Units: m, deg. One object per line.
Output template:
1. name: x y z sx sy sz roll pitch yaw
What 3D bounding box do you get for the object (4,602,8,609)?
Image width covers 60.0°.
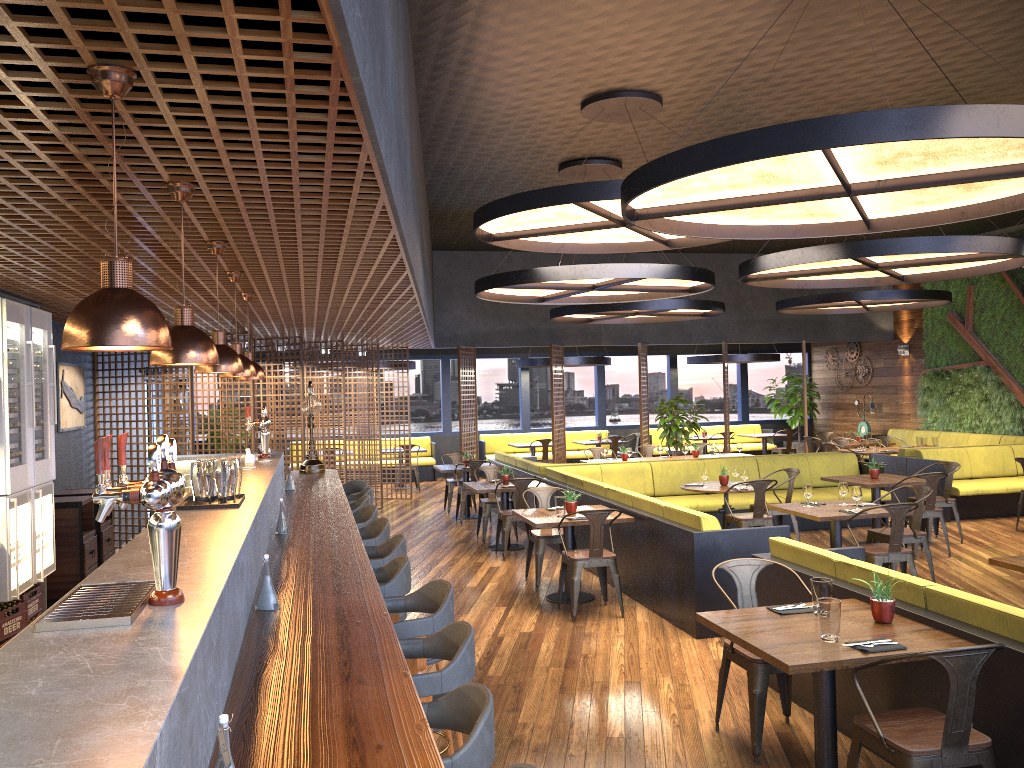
1. object: -3.697 1.692 6.482 0.056 0.205 0.056 -1 0 -16

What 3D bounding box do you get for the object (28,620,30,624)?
1. object: -3.719 1.920 6.817 0.056 0.205 0.056 -2 0 43

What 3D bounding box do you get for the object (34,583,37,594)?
1. object: -3.820 1.699 7.111 0.056 0.205 0.056 -1 0 -7

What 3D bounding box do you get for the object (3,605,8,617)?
1. object: -3.630 1.690 6.347 0.056 0.205 0.057 -2 0 13

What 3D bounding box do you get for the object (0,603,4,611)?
1. object: -3.692 1.692 6.419 0.056 0.205 0.056 -2 0 39

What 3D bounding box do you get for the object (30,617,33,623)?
1. object: -3.761 1.922 6.941 0.056 0.205 0.056 -2 0 33

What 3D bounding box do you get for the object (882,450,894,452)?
1. object: 5.935 1.057 14.029 0.255 0.019 0.157 -1 0 -13

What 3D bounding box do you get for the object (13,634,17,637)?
1. object: -3.670 1.918 6.556 0.057 0.205 0.056 -1 0 -12

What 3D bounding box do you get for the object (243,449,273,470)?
1. object: -1.862 0.538 6.456 0.200 0.106 0.766 -1 0 -13

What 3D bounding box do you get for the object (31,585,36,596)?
1. object: -3.804 1.698 7.047 0.056 0.205 0.056 -2 0 33

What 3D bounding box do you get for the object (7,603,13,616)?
1. object: -3.633 1.691 6.411 0.057 0.205 0.056 -1 0 -27

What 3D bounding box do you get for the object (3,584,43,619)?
1. object: -3.888 1.719 6.931 0.277 0.206 0.416 -1 0 -10

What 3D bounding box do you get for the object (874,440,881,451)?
1. object: 5.848 0.980 14.173 0.102 0.178 0.102 -2 0 23

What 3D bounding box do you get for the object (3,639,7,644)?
1. object: -3.633 1.916 6.362 0.056 0.205 0.057 -2 0 3

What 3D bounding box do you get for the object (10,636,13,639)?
1. object: -3.663 1.917 6.494 0.057 0.205 0.056 -2 0 43

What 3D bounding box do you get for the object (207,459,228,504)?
1. object: -1.398 0.463 4.217 0.105 0.209 0.105 -2 0 22

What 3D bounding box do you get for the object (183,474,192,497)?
1. object: -2.779 0.928 7.643 0.133 0.301 0.133 -1 0 -7

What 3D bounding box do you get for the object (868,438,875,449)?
1. object: 5.899 0.981 14.533 0.102 0.178 0.102 -1 0 -27

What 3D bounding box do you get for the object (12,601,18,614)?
1. object: -3.636 1.691 6.482 0.056 0.205 0.057 -1 0 -37

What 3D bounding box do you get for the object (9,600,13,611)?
1. object: -3.698 1.693 6.548 0.056 0.205 0.056 -2 0 4

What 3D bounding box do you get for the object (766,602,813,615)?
1. object: 1.425 1.124 4.460 0.255 0.019 0.157 -1 0 -13

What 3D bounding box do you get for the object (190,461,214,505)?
1. object: -1.432 0.463 4.098 0.105 0.209 0.105 -2 0 22

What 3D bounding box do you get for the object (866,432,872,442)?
1. object: 6.506 0.974 16.162 0.102 0.178 0.102 -2 0 23

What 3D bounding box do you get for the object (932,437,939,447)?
1. object: 6.927 0.954 14.508 0.102 0.178 0.102 -1 0 -27

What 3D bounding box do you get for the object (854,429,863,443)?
1. object: 6.328 0.932 16.185 0.238 0.271 0.260 -2 0 9

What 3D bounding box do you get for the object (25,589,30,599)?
1. object: -3.781 1.697 6.919 0.056 0.205 0.056 -2 0 43

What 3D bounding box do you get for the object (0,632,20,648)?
1. object: -3.740 1.938 6.381 0.277 0.206 0.416 -1 0 -9

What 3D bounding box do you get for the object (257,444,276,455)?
1. object: -2.087 0.557 7.531 0.091 0.091 0.177 -1 0 -38

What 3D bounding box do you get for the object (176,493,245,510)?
1. object: -1.423 0.559 4.215 0.273 0.019 0.437 -1 0 -13

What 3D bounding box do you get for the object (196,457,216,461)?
1. object: -1.486 0.466 4.320 0.105 0.209 0.105 -2 0 22

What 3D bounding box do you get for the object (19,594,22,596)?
1. object: -3.761 1.696 6.789 0.056 0.205 0.056 -1 0 -37

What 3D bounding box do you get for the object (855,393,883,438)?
1. object: 7.565 1.007 18.801 0.459 1.615 0.848 -1 0 -13

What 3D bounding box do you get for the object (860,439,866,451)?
1. object: 5.673 0.986 14.327 0.102 0.178 0.102 -1 0 -27

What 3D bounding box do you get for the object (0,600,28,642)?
1. object: -3.733 1.712 6.384 0.277 0.206 0.416 -1 0 1

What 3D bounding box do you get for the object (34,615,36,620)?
1. object: -3.807 1.924 7.063 0.056 0.205 0.056 -2 0 23

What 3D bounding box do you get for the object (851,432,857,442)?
1. object: 6.314 0.980 16.380 0.102 0.178 0.102 -2 0 23

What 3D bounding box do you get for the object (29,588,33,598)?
1. object: -3.795 1.697 6.984 0.056 0.205 0.056 -2 0 18

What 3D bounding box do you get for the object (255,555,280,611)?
1. object: -0.936 0.749 3.366 0.114 0.203 0.069 -2 0 38

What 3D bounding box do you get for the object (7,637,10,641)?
1. object: -3.647 1.917 6.425 0.057 0.205 0.056 -1 0 -37

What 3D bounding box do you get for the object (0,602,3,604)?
1. object: -3.770 1.695 6.549 0.057 0.205 0.056 -2 0 38

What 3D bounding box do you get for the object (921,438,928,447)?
1. object: 6.676 0.960 14.362 0.102 0.178 0.102 -2 0 23

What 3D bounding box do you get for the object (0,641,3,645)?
1. object: -3.625 1.915 6.298 0.056 0.205 0.057 -2 0 28

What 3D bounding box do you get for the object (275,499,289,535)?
1. object: -1.346 0.770 5.176 0.069 0.203 0.114 -1 0 -24

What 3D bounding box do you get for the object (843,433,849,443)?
1. object: 6.133 0.984 16.259 0.102 0.178 0.102 -1 0 -27

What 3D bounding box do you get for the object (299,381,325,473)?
1. object: -2.067 0.439 9.152 0.263 0.944 0.566 -1 0 -20

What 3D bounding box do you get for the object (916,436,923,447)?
1. object: 6.770 0.959 14.733 0.102 0.178 0.102 -1 0 -27

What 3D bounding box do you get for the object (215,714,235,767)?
1. object: -0.537 0.730 1.676 0.114 0.203 0.069 -2 0 35

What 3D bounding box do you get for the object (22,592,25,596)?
1. object: -3.776 1.696 6.852 0.056 0.205 0.056 -1 0 -22

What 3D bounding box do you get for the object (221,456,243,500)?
1. object: -1.375 0.463 4.353 0.105 0.209 0.105 -2 0 22

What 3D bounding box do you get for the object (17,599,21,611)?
1. object: -3.632 1.691 6.544 0.057 0.205 0.056 -1 0 -2

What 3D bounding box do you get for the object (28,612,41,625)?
1. object: -3.869 1.945 6.935 0.277 0.206 0.416 -1 0 -20

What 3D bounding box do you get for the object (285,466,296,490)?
1. object: -1.889 0.796 7.522 0.114 0.203 0.069 -2 0 22

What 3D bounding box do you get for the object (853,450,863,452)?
1. object: 5.532 1.069 14.241 0.157 0.019 0.255 -1 0 -13

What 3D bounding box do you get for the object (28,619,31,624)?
1. object: -3.745 1.921 6.876 0.056 0.205 0.056 -1 0 -32

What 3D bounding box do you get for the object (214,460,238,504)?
1. object: -1.324 0.460 4.111 0.105 0.209 0.105 -2 0 22

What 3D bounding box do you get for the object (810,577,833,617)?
1. object: 1.509 1.041 4.318 0.102 0.178 0.102 -1 0 -27
